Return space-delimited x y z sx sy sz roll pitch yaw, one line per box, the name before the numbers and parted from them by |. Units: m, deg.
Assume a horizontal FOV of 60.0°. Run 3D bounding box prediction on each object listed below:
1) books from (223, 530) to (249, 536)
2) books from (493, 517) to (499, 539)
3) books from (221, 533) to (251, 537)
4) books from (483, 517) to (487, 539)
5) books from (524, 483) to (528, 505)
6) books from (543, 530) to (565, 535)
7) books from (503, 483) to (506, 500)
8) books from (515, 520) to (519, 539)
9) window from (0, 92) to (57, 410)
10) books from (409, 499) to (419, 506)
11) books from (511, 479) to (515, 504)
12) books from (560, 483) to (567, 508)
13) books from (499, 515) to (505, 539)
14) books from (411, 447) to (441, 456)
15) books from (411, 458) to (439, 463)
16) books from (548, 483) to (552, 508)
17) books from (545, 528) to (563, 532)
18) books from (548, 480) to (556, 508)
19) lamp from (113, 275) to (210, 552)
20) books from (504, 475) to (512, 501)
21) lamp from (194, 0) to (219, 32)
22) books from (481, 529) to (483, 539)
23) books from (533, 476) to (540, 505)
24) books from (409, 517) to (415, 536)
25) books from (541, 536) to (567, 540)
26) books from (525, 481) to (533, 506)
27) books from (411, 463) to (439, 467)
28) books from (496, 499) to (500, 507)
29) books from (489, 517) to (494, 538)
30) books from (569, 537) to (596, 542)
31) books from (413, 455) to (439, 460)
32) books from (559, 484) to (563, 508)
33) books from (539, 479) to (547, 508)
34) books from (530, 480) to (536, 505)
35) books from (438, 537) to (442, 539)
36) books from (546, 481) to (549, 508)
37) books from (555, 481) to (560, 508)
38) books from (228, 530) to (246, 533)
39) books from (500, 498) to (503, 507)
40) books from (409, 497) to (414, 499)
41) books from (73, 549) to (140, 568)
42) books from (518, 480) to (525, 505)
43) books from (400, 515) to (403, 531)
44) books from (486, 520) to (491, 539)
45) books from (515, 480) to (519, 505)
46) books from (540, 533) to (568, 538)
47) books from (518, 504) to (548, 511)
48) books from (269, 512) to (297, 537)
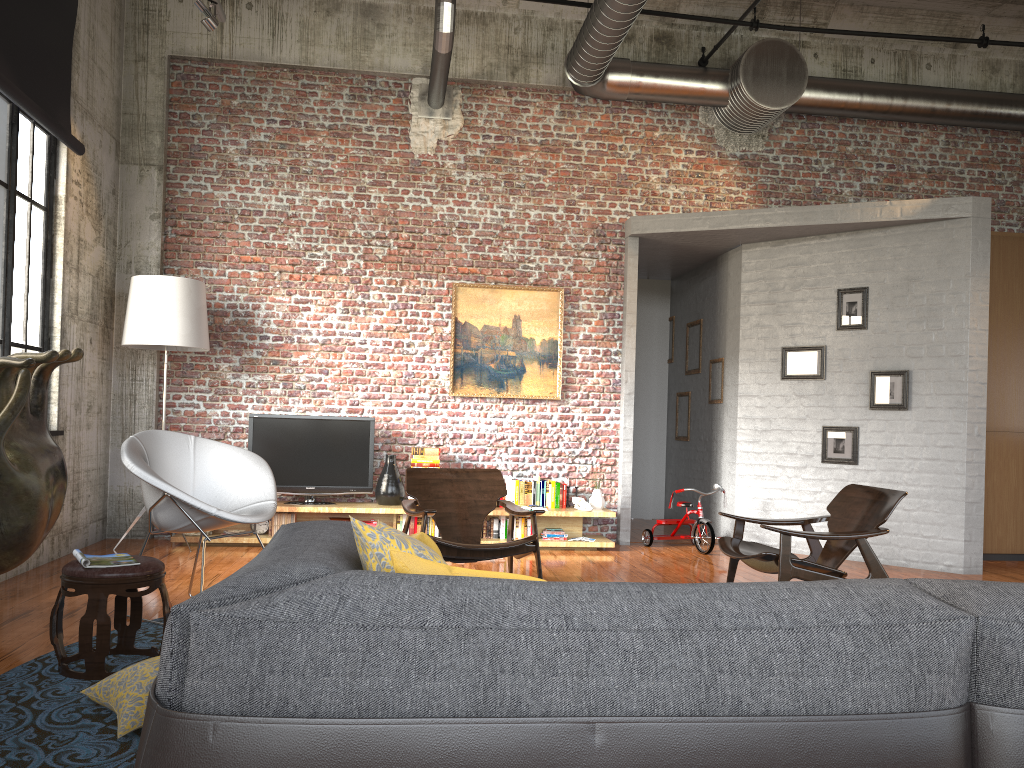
books | -2.397 1.293 7.700 0.166 0.021 0.210 3 -3 -32
books | -0.153 1.309 8.078 0.043 0.186 0.129 2 -1 -7
books | -2.405 1.313 7.705 0.211 0.020 0.162 4 -3 -40
books | -0.252 1.286 8.051 0.033 0.224 0.105 2 -1 -7
books | 0.118 1.035 8.252 0.027 0.223 0.161 2 -1 -8
books | 0.379 1.354 8.103 0.192 0.024 0.132 2 -2 -2
books | -0.082 1.028 8.220 0.026 0.223 0.161 2 -1 -8
books | 0.039 1.322 8.105 0.028 0.174 0.127 2 -1 -7
window | -3.287 -1.373 5.406 0.050 3.434 2.580 2 -1 -7
books | -0.805 1.079 8.121 0.284 0.066 0.198 2 -2 -7
books | -0.001 1.016 8.239 0.034 0.253 0.183 2 -1 -8
books | 0.475 1.045 8.310 0.037 0.231 0.168 2 -1 -8
books | -0.091 1.295 8.088 0.040 0.219 0.133 2 -1 -7
books | -0.791 0.616 8.126 0.259 0.066 0.198 2 -2 -7
books | -0.795 0.702 8.107 0.253 0.034 0.183 2 -2 -7
books | 0.341 1.043 8.284 0.027 0.223 0.161 2 -1 -8
books | 0.383 1.333 8.102 0.154 0.019 0.108 2 -2 -7
books | 0.370 1.030 8.296 0.034 0.253 0.183 2 -1 -8
lamp | -2.914 0.253 7.437 0.707 2.242 0.694 2 -1 15
books | -0.043 0.996 8.234 0.053 0.290 0.176 2 -1 -8
lamp | -2.313 -2.803 6.758 0.102 0.215 0.226 1 -2 34
books | -0.292 1.304 8.059 0.043 0.186 0.143 2 -1 -7
books | 0.226 1.006 8.273 0.036 0.290 0.176 2 -1 -8
books | -0.902 1.251 7.969 0.046 0.252 0.153 2 -1 -7
books | 0.381 1.405 8.100 0.214 0.026 0.149 2 -2 -7
books | 0.152 1.028 8.264 0.045 0.240 0.174 2 -1 -8
books | -0.797 0.737 8.111 0.253 0.034 0.183 2 -2 -7
books | -0.154 0.995 8.228 0.066 0.284 0.198 2 -1 -8
books | -0.188 1.310 8.075 0.028 0.182 0.120 2 -1 -7
books | 0.642 1.416 8.102 0.230 0.023 0.169 1 -3 13
books | -0.788 0.668 8.120 0.231 0.037 0.168 2 -2 -7
books | 0.445 1.047 8.295 0.026 0.223 0.161 2 -1 -8
books | 0.274 1.023 8.277 0.060 0.259 0.180 2 -1 -8
books | 0.193 1.023 8.259 0.034 0.253 0.183 2 -1 -8
books | -0.554 1.334 7.519 0.296 0.035 0.236 2 -2 -5
books | 0.316 1.029 8.279 0.026 0.250 0.160 2 -1 -8
books | 0.409 1.038 8.301 0.045 0.240 0.174 2 -1 -8
books | -2.385 1.276 7.699 0.114 0.016 0.113 1 -3 17
books | -0.107 1.013 8.219 0.026 0.250 0.160 2 -1 -8
books | -0.800 1.019 8.113 0.290 0.053 0.176 2 -2 -7
books | -1.786 0.762 3.900 0.229 0.043 0.300 3 -3 -33
books | 0.077 1.022 8.248 0.057 0.246 0.171 2 -1 -8
books | -0.996 1.276 7.952 0.023 0.193 0.140 2 -1 -7
books | -0.219 1.321 8.059 0.036 0.156 0.108 2 -1 -7
books | 0.033 1.017 8.240 0.034 0.253 0.183 2 -1 -8
books | 0.381 1.379 8.100 0.214 0.025 0.149 3 -3 -22
books | 0.157 1.118 8.005 0.317 0.040 0.214 2 -2 -7
books | -2.015 1.230 7.791 0.232 0.218 0.174 2 -1 -7
